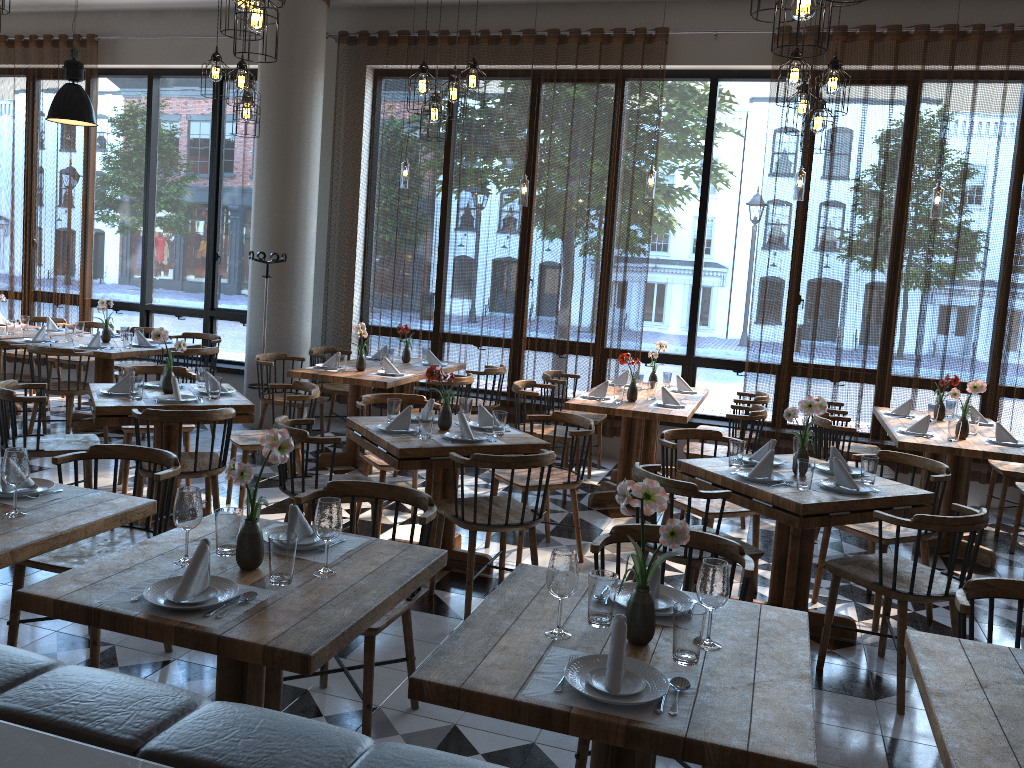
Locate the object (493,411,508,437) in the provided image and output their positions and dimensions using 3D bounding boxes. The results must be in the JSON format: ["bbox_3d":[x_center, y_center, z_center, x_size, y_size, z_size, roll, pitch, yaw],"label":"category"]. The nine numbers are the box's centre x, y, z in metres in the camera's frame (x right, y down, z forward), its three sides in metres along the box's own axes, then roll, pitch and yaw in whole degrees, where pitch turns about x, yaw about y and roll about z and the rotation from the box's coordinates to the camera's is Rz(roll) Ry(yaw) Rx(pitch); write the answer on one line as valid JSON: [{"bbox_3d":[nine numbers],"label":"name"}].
[{"bbox_3d":[-0.068,0.215,4.767,0.080,0.131,0.080,6,6,22],"label":"object"}]

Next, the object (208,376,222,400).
[{"bbox_3d":[-1.774,0.026,5.288,0.080,0.131,0.080,2,6,-18],"label":"object"}]

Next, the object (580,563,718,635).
[{"bbox_3d":[0.395,0.547,2.459,0.352,0.136,0.272,6,7,17],"label":"object"}]

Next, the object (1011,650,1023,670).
[{"bbox_3d":[1.441,0.663,2.139,0.352,0.136,0.272,6,7,17],"label":"object"}]

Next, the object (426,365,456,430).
[{"bbox_3d":[-0.395,0.071,4.833,0.171,0.354,0.157,2,6,-18],"label":"object"}]

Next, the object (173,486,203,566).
[{"bbox_3d":[-0.926,0.405,2.528,0.081,0.214,0.081,2,6,-20],"label":"object"}]

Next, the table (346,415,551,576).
[{"bbox_3d":[-0.393,0.627,4.887,0.864,0.761,0.868,1,7,-28],"label":"table"}]

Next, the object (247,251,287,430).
[{"bbox_3d":[-2.208,-0.343,7.882,0.374,1.652,0.376,4,5,-1],"label":"object"}]

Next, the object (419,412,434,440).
[{"bbox_3d":[-0.443,0.216,4.554,0.080,0.131,0.080,6,6,22],"label":"object"}]

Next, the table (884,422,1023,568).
[{"bbox_3d":[2.920,0.735,5.857,0.851,0.761,0.853,6,7,17],"label":"table"}]

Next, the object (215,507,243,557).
[{"bbox_3d":[-0.842,0.440,2.625,0.080,0.131,0.080,6,6,22],"label":"object"}]

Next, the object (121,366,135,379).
[{"bbox_3d":[-2.365,-0.038,5.456,0.080,0.131,0.080,3,6,-8],"label":"object"}]

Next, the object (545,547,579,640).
[{"bbox_3d":[0.123,0.521,2.207,0.081,0.214,0.081,-1,7,-42],"label":"object"}]

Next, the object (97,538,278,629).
[{"bbox_3d":[-0.826,0.483,2.283,0.352,0.136,0.272,6,7,17],"label":"object"}]

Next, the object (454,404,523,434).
[{"bbox_3d":[-0.129,0.181,4.974,0.272,0.136,0.354,0,8,-28],"label":"object"}]

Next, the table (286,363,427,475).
[{"bbox_3d":[-1.229,0.275,7.124,0.851,0.761,0.853,6,7,17],"label":"table"}]

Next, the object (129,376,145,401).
[{"bbox_3d":[-2.150,0.027,5.075,0.080,0.131,0.080,2,6,-18],"label":"object"}]

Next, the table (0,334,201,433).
[{"bbox_3d":[-3.618,0.010,7.860,1.216,0.761,1.219,7,7,20],"label":"table"}]

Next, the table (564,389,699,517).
[{"bbox_3d":[0.867,0.508,6.484,0.851,0.761,0.853,6,7,17],"label":"table"}]

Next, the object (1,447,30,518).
[{"bbox_3d":[-1.595,0.316,2.846,0.081,0.214,0.081,7,6,25],"label":"object"}]

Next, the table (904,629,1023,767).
[{"bbox_3d":[1.328,1.136,1.928,0.851,0.761,0.853,6,7,17],"label":"table"}]

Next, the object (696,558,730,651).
[{"bbox_3d":[0.497,0.548,2.207,0.081,0.214,0.081,5,5,8],"label":"object"}]

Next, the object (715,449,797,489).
[{"bbox_3d":[1.175,0.378,4.176,0.272,0.136,0.354,0,8,-28],"label":"object"}]

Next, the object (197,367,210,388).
[{"bbox_3d":[-1.977,-0.038,5.669,0.080,0.131,0.080,3,6,-8],"label":"object"}]

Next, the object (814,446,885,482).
[{"bbox_3d":[1.646,0.377,4.434,0.272,0.136,0.354,0,8,-28],"label":"object"}]

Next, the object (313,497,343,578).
[{"bbox_3d":[-0.525,0.434,2.519,0.081,0.214,0.081,2,6,-20],"label":"object"}]

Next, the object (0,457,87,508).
[{"bbox_3d":[-1.730,0.311,3.108,0.352,0.136,0.272,6,7,17],"label":"object"}]

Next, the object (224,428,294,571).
[{"bbox_3d":[-0.714,0.330,2.506,0.146,0.398,0.207,6,6,19],"label":"object"}]

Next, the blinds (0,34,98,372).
[{"bbox_3d":[-6.028,-2.082,9.983,3.202,3.568,0.155,6,5,17],"label":"blinds"}]

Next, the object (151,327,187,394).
[{"bbox_3d":[-2.087,-0.143,5.376,0.147,0.398,0.207,8,7,36],"label":"object"}]

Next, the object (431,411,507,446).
[{"bbox_3d":[-0.239,0.221,4.612,0.352,0.136,0.273,0,8,-28],"label":"object"}]

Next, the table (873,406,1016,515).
[{"bbox_3d":[3.175,0.647,6.673,0.851,0.761,0.853,6,7,17],"label":"table"}]

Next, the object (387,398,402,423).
[{"bbox_3d":[-0.659,0.151,4.935,0.080,0.131,0.080,8,7,32],"label":"object"}]

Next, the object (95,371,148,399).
[{"bbox_3d":[-2.308,-0.008,5.240,0.272,0.136,0.354,0,8,-28],"label":"object"}]

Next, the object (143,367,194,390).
[{"bbox_3d":[-2.198,-0.048,5.602,0.352,0.136,0.273,0,8,-28],"label":"object"}]

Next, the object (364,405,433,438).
[{"bbox_3d":[-0.601,0.181,4.715,0.272,0.136,0.354,0,8,-28],"label":"object"}]

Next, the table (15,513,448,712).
[{"bbox_3d":[-0.761,0.904,2.565,0.851,0.761,0.853,6,7,17],"label":"table"}]

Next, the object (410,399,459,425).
[{"bbox_3d":[-0.491,0.142,5.077,0.352,0.136,0.273,0,8,-28],"label":"object"}]

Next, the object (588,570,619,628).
[{"bbox_3d":[0.232,0.559,2.297,0.080,0.131,0.080,4,6,2],"label":"object"}]

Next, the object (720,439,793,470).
[{"bbox_3d":[1.284,0.338,4.538,0.352,0.136,0.273,0,8,-28],"label":"object"}]

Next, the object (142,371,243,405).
[{"bbox_3d":[-1.919,0.008,5.326,0.577,0.136,0.585,0,8,-28],"label":"object"}]

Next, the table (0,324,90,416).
[{"bbox_3d":[-4.819,-0.123,8.226,1.216,0.761,1.219,7,7,20],"label":"table"}]

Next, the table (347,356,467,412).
[{"bbox_3d":[-0.975,0.187,7.940,0.851,0.761,0.853,6,7,17],"label":"table"}]

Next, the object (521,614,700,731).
[{"bbox_3d":[0.230,0.600,1.961,0.352,0.136,0.272,6,7,17],"label":"object"}]

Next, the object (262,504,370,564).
[{"bbox_3d":[-0.661,0.430,2.781,0.352,0.136,0.272,6,7,17],"label":"object"}]

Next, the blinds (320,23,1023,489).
[{"bbox_3d":[1.640,-1.231,7.635,7.273,3.568,0.160,6,5,17],"label":"blinds"}]

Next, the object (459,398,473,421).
[{"bbox_3d":[-0.271,0.151,5.148,0.080,0.131,0.080,6,6,22],"label":"object"}]

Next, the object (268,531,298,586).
[{"bbox_3d":[-0.630,0.480,2.429,0.080,0.131,0.080,6,6,17],"label":"object"}]

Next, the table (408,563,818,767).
[{"bbox_3d":[0.277,1.019,2.248,0.851,0.761,0.853,6,7,17],"label":"table"}]

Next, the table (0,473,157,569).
[{"bbox_3d":[-1.811,0.788,2.886,0.851,0.761,0.853,6,7,17],"label":"table"}]

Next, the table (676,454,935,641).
[{"bbox_3d":[1.378,0.823,4.346,0.864,0.761,0.868,1,7,-28],"label":"table"}]

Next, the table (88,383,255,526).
[{"bbox_3d":[-2.106,0.437,5.410,0.864,0.761,0.868,1,7,-28],"label":"table"}]

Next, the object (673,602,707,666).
[{"bbox_3d":[0.418,0.597,2.109,0.080,0.131,0.080,6,6,17],"label":"object"}]

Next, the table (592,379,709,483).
[{"bbox_3d":[1.122,0.419,7.300,0.851,0.761,0.853,6,7,17],"label":"table"}]

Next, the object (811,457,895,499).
[{"bbox_3d":[1.536,0.417,4.072,0.352,0.136,0.273,0,8,-28],"label":"object"}]

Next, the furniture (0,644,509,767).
[{"bbox_3d":[-0.423,0.846,1.706,6.594,1.146,1.924,6,7,17],"label":"furniture"}]

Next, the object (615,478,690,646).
[{"bbox_3d":[0.340,0.443,2.213,0.207,0.398,0.146,7,6,24],"label":"object"}]
